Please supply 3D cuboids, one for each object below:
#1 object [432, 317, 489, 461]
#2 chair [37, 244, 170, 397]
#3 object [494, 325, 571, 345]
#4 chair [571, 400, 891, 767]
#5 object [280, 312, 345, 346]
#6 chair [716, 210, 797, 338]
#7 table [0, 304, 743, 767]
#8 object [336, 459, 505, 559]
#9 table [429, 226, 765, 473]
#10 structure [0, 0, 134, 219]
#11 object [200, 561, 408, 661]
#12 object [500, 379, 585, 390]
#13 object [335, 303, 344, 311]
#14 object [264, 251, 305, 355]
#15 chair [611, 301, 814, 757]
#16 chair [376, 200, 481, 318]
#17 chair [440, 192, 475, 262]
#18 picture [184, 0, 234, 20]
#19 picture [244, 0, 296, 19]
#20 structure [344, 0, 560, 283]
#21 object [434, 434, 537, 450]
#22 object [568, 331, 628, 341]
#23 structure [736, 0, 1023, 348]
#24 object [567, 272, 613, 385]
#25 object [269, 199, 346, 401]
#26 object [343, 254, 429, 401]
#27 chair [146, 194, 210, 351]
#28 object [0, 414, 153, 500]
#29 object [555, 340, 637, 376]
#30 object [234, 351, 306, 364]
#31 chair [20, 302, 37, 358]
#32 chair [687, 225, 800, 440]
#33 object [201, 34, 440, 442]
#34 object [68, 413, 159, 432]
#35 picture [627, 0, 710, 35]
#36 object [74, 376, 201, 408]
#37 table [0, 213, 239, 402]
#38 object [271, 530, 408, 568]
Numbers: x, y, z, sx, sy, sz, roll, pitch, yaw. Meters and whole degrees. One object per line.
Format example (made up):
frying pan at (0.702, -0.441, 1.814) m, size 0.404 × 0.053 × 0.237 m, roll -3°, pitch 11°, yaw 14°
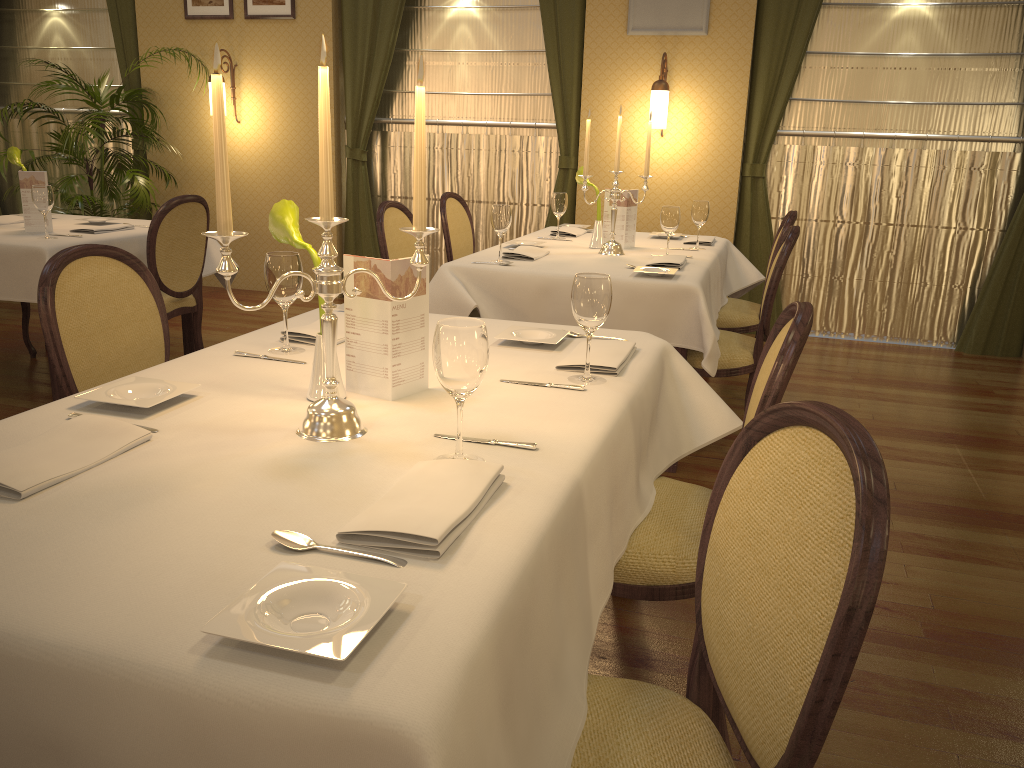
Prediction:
object at (-0.081, 0.015, 1.385) m, size 0.088 × 0.229 × 0.088 m, roll -8°, pitch 18°, yaw -31°
chair at (-0.860, 0.127, 2.351) m, size 0.571 × 0.955 × 0.530 m, roll 6°, pitch 16°, yaw 16°
object at (0.053, -0.115, 2.243) m, size 0.160 × 0.024 × 0.160 m, roll 6°, pitch 16°, yaw 15°
chair at (0.111, 0.494, 1.165) m, size 0.571 × 0.955 × 0.530 m, roll 1°, pitch 16°, yaw -4°
object at (-0.459, -0.141, 2.266) m, size 0.142 × 0.033 × 0.273 m, roll 6°, pitch 16°, yaw 15°
chair at (1.078, -0.398, 4.444) m, size 0.571 × 0.955 × 0.530 m, roll 6°, pitch 16°, yaw 16°
table at (-0.281, 0.388, 1.845) m, size 1.385 × 0.759 × 2.152 m, roll 6°, pitch 16°, yaw 16°
object at (-0.117, 0.162, 1.231) m, size 0.142 × 0.033 × 0.273 m, roll 6°, pitch 16°, yaw 15°
table at (0.483, -0.283, 4.318) m, size 1.385 × 0.759 × 2.152 m, roll 6°, pitch 16°, yaw 16°
structure at (-3.695, -3.154, 7.093) m, size 1.942 × 4.511 × 0.123 m, roll 6°, pitch 16°, yaw 15°
object at (-0.213, 0.245, 0.937) m, size 0.160 × 0.024 × 0.160 m, roll 6°, pitch 16°, yaw 15°
object at (0.062, -0.001, 1.862) m, size 0.185 × 0.010 × 0.017 m, roll 6°, pitch 16°, yaw 16°
object at (-0.412, -0.209, 2.524) m, size 0.160 × 0.024 × 0.160 m, roll 6°, pitch 16°, yaw 15°
object at (-0.526, -0.188, 2.052) m, size 0.088 × 0.229 × 0.088 m, roll -6°, pitch 17°, yaw -25°
chair at (0.314, 0.273, 1.972) m, size 0.571 × 0.955 × 0.530 m, roll 6°, pitch 16°, yaw 16°
chair at (-0.317, -0.350, 4.109) m, size 0.571 × 0.955 × 0.530 m, roll 6°, pitch 16°, yaw 16°
chair at (-0.097, -0.544, 4.823) m, size 0.571 × 0.955 × 0.530 m, roll 6°, pitch 16°, yaw 16°
picture at (-2.237, -3.001, 6.490) m, size 0.412 × 0.619 × 0.022 m, roll 6°, pitch 16°, yaw 15°
picture at (-1.750, -2.947, 6.354) m, size 0.412 × 0.619 × 0.022 m, roll 6°, pitch 16°, yaw 15°
structure at (-0.342, -2.778, 6.154) m, size 1.900 × 4.511 × 0.134 m, roll 6°, pitch 16°, yaw 15°
object at (-0.047, 0.095, 1.508) m, size 0.185 × 0.010 × 0.017 m, roll 6°, pitch 16°, yaw 16°
object at (0.214, -0.125, 2.312) m, size 0.181 × 0.015 × 0.038 m, roll 7°, pitch 16°, yaw 17°
structure at (2.453, -2.465, 5.376) m, size 1.898 × 4.511 × 0.137 m, roll 6°, pitch 16°, yaw 15°
object at (0.166, -0.118, 1.888) m, size 0.088 × 0.229 × 0.088 m, roll -6°, pitch 17°, yaw -25°
object at (-0.390, -0.161, 1.704) m, size 0.163 × 0.375 × 0.076 m, roll 14°, pitch 20°, yaw 36°
object at (-0.240, -0.109, 1.725) m, size 0.166 × 0.277 × 0.081 m, roll -2°, pitch 16°, yaw -12°
chair at (-1.737, -0.421, 4.192) m, size 0.571 × 0.955 × 0.530 m, roll 6°, pitch 16°, yaw 16°
object at (-0.701, 0.106, 1.360) m, size 0.142 × 0.033 × 0.273 m, roll 6°, pitch 16°, yaw 15°
object at (0.204, -0.067, 2.096) m, size 0.142 × 0.024 × 0.273 m, roll 6°, pitch 16°, yaw 15°
object at (-0.545, -0.060, 2.002) m, size 0.185 × 0.010 × 0.017 m, roll 7°, pitch 16°, yaw 17°
chair at (-2.912, -0.567, 4.571) m, size 0.571 × 0.955 × 0.530 m, roll 6°, pitch 16°, yaw 16°
chair at (0.838, -0.187, 3.665) m, size 0.571 × 0.955 × 0.530 m, roll 6°, pitch 16°, yaw 16°
object at (-0.303, -0.230, 1.457) m, size 0.390 × 0.655 × 0.131 m, roll -11°, pitch 20°, yaw -38°
object at (-0.689, 0.066, 1.536) m, size 0.185 × 0.010 × 0.017 m, roll 7°, pitch 16°, yaw 17°
picture at (1.005, -2.610, 5.589) m, size 0.512 × 0.769 × 0.027 m, roll 6°, pitch 16°, yaw 15°
object at (-0.697, 0.024, 1.662) m, size 0.160 × 0.024 × 0.160 m, roll 6°, pitch 16°, yaw 15°
table at (-2.243, -0.398, 4.404) m, size 1.389 × 0.759 × 1.395 m, roll 7°, pitch 16°, yaw 17°
object at (-0.215, 0.204, 1.095) m, size 0.181 × 0.015 × 0.038 m, roll 7°, pitch 16°, yaw 17°
